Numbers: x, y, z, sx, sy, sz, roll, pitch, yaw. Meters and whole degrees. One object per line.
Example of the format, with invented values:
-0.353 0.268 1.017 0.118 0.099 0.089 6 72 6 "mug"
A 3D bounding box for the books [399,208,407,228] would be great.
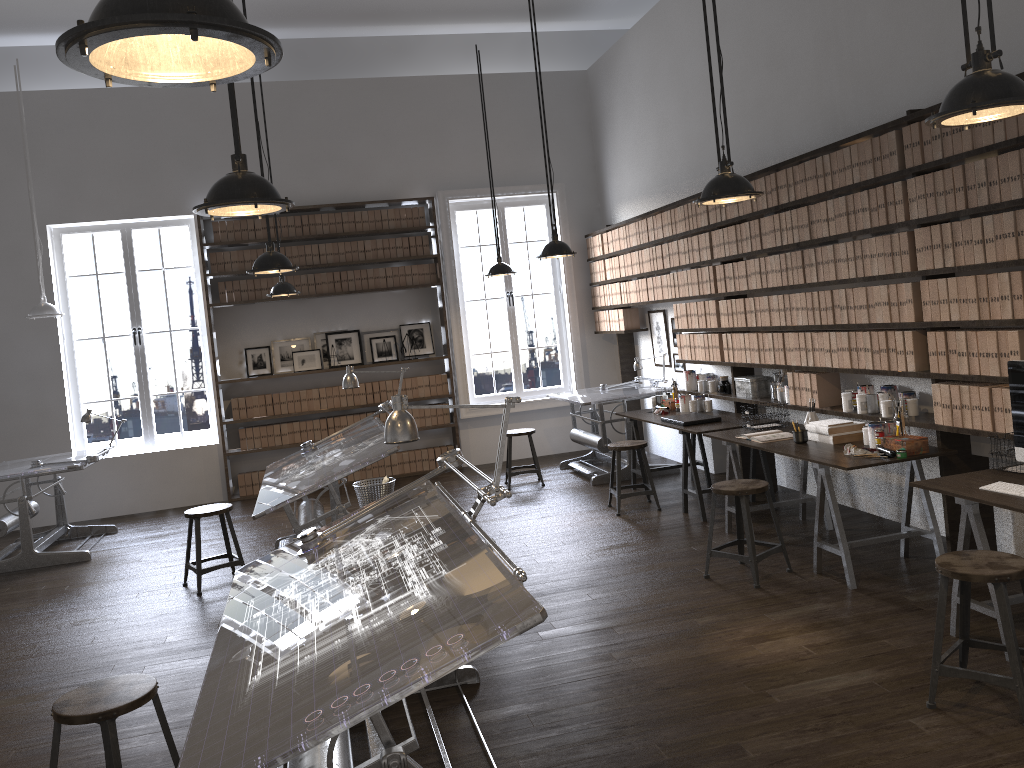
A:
-1.206 -1.815 9.753 0.067 0.225 0.174 -6 2 -13 "books"

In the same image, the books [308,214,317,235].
-2.149 -1.701 9.539 0.067 0.225 0.174 -6 2 -13 "books"

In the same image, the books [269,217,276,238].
-2.563 -1.650 9.435 0.067 0.225 0.174 -6 2 -13 "books"

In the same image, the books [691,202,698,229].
1.584 -1.397 7.306 0.175 0.225 0.067 -6 2 -13 "books"

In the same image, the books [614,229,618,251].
1.156 -1.488 9.134 0.175 0.225 0.067 -6 2 -13 "books"

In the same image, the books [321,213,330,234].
-2.014 -1.717 9.567 0.067 0.225 0.174 -6 2 -13 "books"

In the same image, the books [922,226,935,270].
2.258 -0.720 4.653 0.175 0.225 0.067 -6 2 -13 "books"

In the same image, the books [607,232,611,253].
1.108 -1.498 9.341 0.175 0.225 0.067 -6 2 -13 "books"

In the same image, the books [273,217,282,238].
-2.499 -1.659 9.456 0.067 0.225 0.174 -6 2 -13 "books"

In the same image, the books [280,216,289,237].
-2.430 -1.667 9.472 0.067 0.225 0.174 -6 2 -13 "books"

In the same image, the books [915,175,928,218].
2.228 -0.988 4.660 0.175 0.225 0.067 -6 2 -13 "books"

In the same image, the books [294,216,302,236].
-2.293 -1.684 9.505 0.067 0.225 0.174 -6 2 -13 "books"

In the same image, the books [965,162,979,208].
2.314 -0.972 4.320 0.175 0.225 0.067 -6 2 -13 "books"

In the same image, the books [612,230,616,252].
1.140 -1.491 9.203 0.174 0.225 0.067 -6 2 -13 "books"

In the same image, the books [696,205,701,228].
1.601 -1.393 7.239 0.174 0.225 0.067 -6 2 -13 "books"

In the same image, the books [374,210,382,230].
-1.471 -1.783 9.696 0.067 0.225 0.174 -6 2 -13 "books"

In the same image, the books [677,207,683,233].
1.517 -1.410 7.581 0.174 0.225 0.067 -6 2 -13 "books"

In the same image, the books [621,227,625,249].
1.199 -1.478 8.941 0.175 0.225 0.067 -6 2 -13 "books"

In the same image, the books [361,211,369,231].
-1.605 -1.767 9.663 0.067 0.225 0.174 -6 2 -13 "books"

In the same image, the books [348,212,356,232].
-1.745 -1.749 9.627 0.067 0.225 0.174 -6 2 -13 "books"

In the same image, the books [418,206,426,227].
-1.004 -1.839 9.803 0.067 0.225 0.174 -6 2 -13 "books"

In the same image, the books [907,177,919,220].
2.215 -0.992 4.731 0.174 0.225 0.067 -6 2 -13 "books"

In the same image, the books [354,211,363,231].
-1.675 -1.758 9.643 0.067 0.225 0.174 -6 2 -13 "books"

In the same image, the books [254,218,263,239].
-2.689 -1.635 9.409 0.067 0.225 0.174 -6 2 -13 "books"

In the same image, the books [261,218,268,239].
-2.629 -1.643 9.425 0.067 0.225 0.174 -6 2 -13 "books"

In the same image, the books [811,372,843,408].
2.075 0.036 5.845 0.175 0.225 0.067 -6 2 -13 "books"

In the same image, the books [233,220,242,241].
-2.896 -1.611 9.364 0.067 0.225 0.174 -6 2 -13 "books"

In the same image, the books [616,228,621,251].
1.166 -1.484 9.067 0.175 0.225 0.067 -6 2 -13 "books"

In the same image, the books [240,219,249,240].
-2.828 -1.619 9.378 0.067 0.225 0.174 -6 2 -13 "books"

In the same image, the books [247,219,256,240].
-2.759 -1.627 9.390 0.067 0.225 0.174 -6 2 -13 "books"

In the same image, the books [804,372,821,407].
2.054 0.033 5.913 0.174 0.225 0.067 -6 2 -13 "books"

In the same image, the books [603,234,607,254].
1.074 -1.506 9.487 0.175 0.225 0.067 -6 2 -13 "books"

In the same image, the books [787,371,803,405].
2.005 0.023 6.116 0.175 0.225 0.067 -6 2 -13 "books"

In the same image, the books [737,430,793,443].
1.629 0.330 5.671 0.256 0.029 0.355 -7 4 -13 "books"

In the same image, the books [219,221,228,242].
-3.032 -1.594 9.325 0.067 0.225 0.174 -6 2 -13 "books"

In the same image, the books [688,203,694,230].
1.566 -1.400 7.379 0.175 0.225 0.067 -6 2 -13 "books"

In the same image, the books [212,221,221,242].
-3.102 -1.585 9.308 0.067 0.225 0.174 -6 2 -13 "books"

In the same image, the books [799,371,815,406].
2.042 0.029 5.983 0.174 0.225 0.067 -6 2 -13 "books"

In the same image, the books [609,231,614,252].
1.120 -1.494 9.271 0.174 0.225 0.067 -6 2 -13 "books"

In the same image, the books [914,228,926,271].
2.248 -0.724 4.715 0.175 0.225 0.067 -6 2 -13 "books"

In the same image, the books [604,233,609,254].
1.086 -1.501 9.413 0.175 0.225 0.067 -6 2 -13 "books"

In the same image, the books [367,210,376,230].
-1.539 -1.775 9.682 0.067 0.225 0.174 -6 2 -13 "books"

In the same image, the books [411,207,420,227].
-1.073 -1.831 9.791 0.067 0.225 0.174 -6 2 -13 "books"

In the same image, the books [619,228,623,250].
1.186 -1.481 9.003 0.175 0.225 0.067 -6 2 -13 "books"

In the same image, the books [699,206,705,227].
1.613 -1.390 7.170 0.174 0.225 0.067 -6 2 -13 "books"

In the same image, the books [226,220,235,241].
-2.963 -1.602 9.345 0.067 0.225 0.174 -6 2 -13 "books"

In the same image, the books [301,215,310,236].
-2.219 -1.692 9.517 0.067 0.225 0.174 -6 2 -13 "books"

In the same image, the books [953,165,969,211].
2.292 -0.975 4.392 0.175 0.225 0.067 -6 2 -13 "books"

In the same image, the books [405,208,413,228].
-1.142 -1.823 9.774 0.067 0.225 0.174 -6 2 -13 "books"

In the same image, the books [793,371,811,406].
2.026 0.025 6.052 0.175 0.225 0.067 -6 2 -13 "books"

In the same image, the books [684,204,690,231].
1.547 -1.403 7.439 0.175 0.225 0.067 -6 2 -13 "books"

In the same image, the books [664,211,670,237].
1.453 -1.424 7.856 0.175 0.225 0.067 -6 2 -13 "books"

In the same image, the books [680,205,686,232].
1.530 -1.406 7.510 0.175 0.225 0.067 -6 2 -13 "books"

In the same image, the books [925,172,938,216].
2.244 -0.985 4.589 0.175 0.225 0.067 -6 2 -13 "books"

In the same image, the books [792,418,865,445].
1.886 0.273 5.324 0.386 0.147 0.295 -7 4 -13 "books"

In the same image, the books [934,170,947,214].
2.263 -0.982 4.529 0.175 0.225 0.067 -6 2 -13 "books"

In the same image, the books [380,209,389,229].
-1.402 -1.791 9.709 0.067 0.225 0.174 -6 2 -13 "books"

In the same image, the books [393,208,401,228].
-1.272 -1.807 9.743 0.067 0.225 0.174 -6 2 -13 "books"

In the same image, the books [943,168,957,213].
2.280 -0.979 4.466 0.175 0.225 0.067 -6 2 -13 "books"
